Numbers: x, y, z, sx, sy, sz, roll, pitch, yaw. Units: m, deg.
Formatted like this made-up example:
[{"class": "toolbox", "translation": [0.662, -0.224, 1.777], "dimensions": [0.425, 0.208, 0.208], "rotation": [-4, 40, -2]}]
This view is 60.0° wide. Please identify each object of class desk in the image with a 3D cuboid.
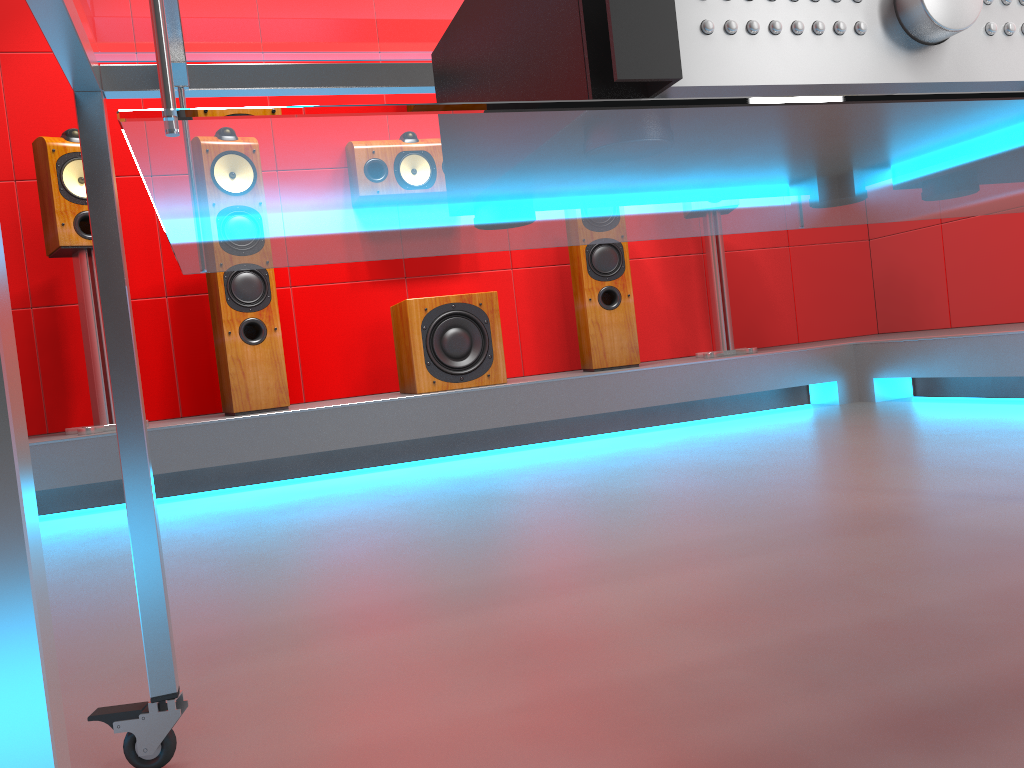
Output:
[{"class": "desk", "translation": [0.411, -0.056, 0.822], "dimensions": [1.617, 0.690, 0.594], "rotation": [-7, 2, -18]}]

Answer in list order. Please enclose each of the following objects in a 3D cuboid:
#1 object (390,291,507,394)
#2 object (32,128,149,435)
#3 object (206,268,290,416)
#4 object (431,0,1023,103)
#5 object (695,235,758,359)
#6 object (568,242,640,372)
[{"class": "object", "translation": [-0.259, -0.160, 3.545], "dimensions": [0.360, 0.360, 0.360], "rotation": [-7, 2, -18]}, {"class": "object", "translation": [-1.505, -0.359, 3.150], "dimensions": [0.231, 1.058, 0.265], "rotation": [-8, 2, -38]}, {"class": "object", "translation": [-1.016, -0.416, 3.307], "dimensions": [0.203, 1.052, 0.238], "rotation": [-7, 2, -28]}, {"class": "object", "translation": [0.196, -0.243, 0.686], "dimensions": [0.431, 0.158, 0.371], "rotation": [-7, 2, -18]}, {"class": "object", "translation": [0.890, -0.652, 3.915], "dimensions": [0.231, 1.058, 0.265], "rotation": [-6, 2, 2]}, {"class": "object", "translation": [0.364, -0.585, 3.771], "dimensions": [0.203, 1.052, 0.238], "rotation": [-7, 2, -8]}]
